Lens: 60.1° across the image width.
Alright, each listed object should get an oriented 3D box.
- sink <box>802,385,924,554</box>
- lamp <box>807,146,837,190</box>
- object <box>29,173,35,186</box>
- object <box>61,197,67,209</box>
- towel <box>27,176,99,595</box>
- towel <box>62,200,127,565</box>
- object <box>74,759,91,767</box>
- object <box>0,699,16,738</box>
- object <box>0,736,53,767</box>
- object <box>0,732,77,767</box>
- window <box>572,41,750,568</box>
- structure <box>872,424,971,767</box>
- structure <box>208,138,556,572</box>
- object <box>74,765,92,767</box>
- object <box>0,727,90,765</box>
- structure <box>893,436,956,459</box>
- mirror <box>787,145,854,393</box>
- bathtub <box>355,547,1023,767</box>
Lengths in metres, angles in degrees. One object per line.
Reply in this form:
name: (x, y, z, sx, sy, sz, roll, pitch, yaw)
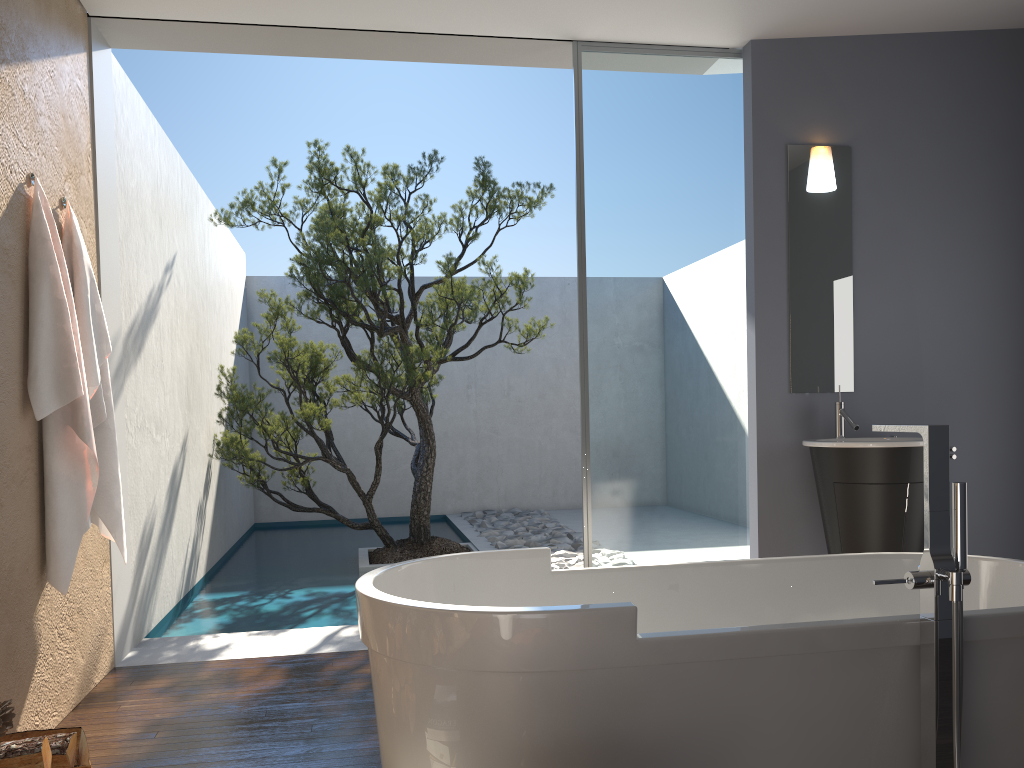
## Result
sink: (1.734, 0.620, 4.233, 0.646, 1.252, 0.646, -2, 1, -28)
lamp: (1.597, -1.107, 4.526, 0.157, 0.214, 0.057, -2, 2, -10)
object: (-1.754, -0.751, 3.244, 0.019, 0.046, 0.046, -2, 0, -10)
object: (-1.816, -0.737, 3.598, 0.019, 0.046, 0.046, -2, 0, -10)
towel: (-1.670, 0.007, 3.290, 0.181, 1.544, 0.400, -2, 2, -3)
towel: (-1.722, 0.006, 3.632, 0.174, 1.511, 0.416, -2, 2, -7)
object: (-1.381, 1.076, 2.414, 0.421, 0.102, 0.116, -1, 0, -12)
object: (-1.341, 0.846, 2.246, 0.144, 0.150, 0.145, -1, 0, 5)
object: (-1.282, 0.901, 2.020, 0.402, 0.143, 0.153, -1, 0, -22)
object: (-1.326, 0.945, 2.168, 0.457, 0.115, 0.126, -1, 0, -13)
window: (1.269, -0.230, 4.652, 1.884, 3.008, 0.021, -2, 2, -10)
structure: (0.973, 0.639, 2.083, 0.225, 1.089, 0.281, -1, 2, 23)
structure: (-1.074, -0.069, 7.083, 2.585, 3.475, 2.518, -2, 1, -17)
object: (-1.345, 1.086, 2.305, 0.457, 0.115, 0.122, -1, 0, -12)
object: (-1.343, 0.964, 2.262, 0.459, 0.129, 0.119, -1, 0, -8)
structure: (2.068, 0.340, 4.454, 0.025, 0.145, 0.480, -2, -2, -10)
mirror: (1.598, -0.591, 4.578, 0.354, 1.272, 0.012, -2, 2, -10)
bathtub: (0.639, 0.847, 2.462, 2.098, 0.713, 0.912, -1, 0, -10)
